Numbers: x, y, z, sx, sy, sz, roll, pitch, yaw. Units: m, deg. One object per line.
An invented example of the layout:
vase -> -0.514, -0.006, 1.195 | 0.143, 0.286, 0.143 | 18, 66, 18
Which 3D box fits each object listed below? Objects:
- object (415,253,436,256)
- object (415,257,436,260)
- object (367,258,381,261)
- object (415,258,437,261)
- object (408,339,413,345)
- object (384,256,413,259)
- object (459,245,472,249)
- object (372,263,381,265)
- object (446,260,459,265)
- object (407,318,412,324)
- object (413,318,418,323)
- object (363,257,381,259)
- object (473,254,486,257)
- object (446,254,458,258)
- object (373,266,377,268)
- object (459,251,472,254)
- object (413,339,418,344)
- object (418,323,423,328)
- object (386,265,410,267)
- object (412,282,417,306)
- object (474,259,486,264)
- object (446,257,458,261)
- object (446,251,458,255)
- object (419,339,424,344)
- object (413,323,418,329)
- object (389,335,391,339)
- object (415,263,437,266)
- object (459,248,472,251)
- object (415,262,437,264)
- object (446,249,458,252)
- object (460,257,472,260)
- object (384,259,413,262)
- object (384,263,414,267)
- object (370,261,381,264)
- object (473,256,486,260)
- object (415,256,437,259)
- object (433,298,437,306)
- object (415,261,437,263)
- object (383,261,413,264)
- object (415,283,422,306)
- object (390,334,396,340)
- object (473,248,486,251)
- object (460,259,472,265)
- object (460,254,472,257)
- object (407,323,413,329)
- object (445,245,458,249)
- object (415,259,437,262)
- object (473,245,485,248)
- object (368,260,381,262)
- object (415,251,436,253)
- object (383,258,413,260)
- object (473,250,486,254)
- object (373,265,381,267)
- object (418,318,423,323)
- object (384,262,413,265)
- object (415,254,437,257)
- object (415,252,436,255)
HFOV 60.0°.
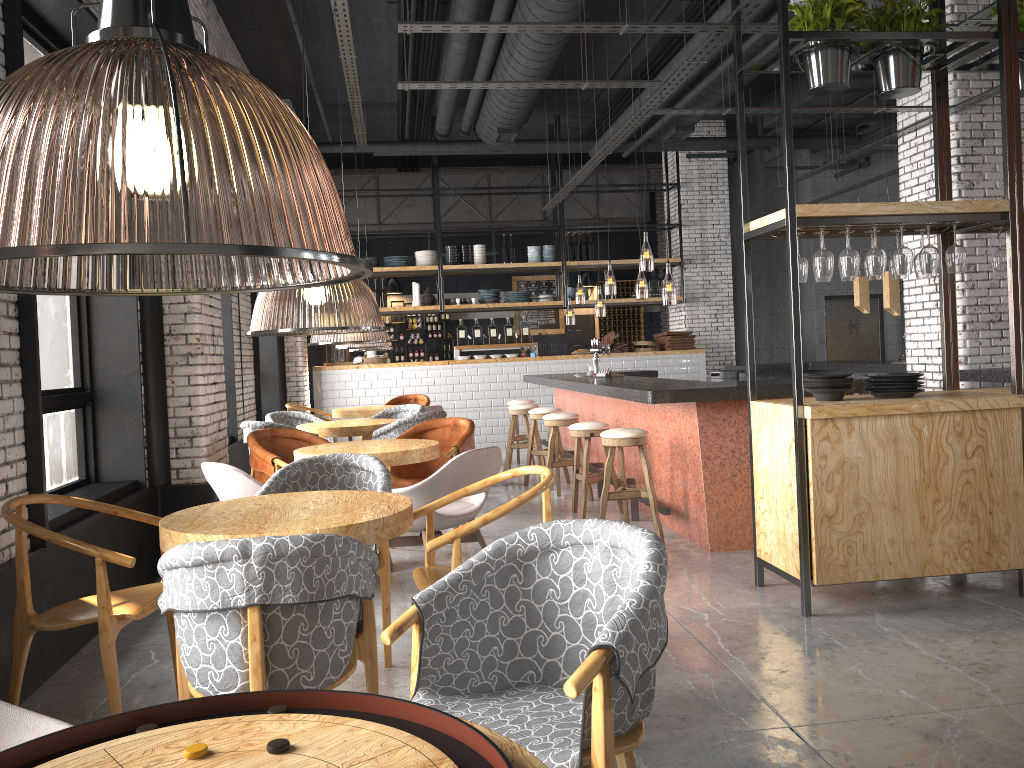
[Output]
object -> -1.325, -1.971, 13.618 | 0.335, 0.044, 0.334 | -4, 2, -37
object -> -1.322, -1.912, 13.618 | 0.334, 0.039, 0.335 | -3, 2, 0
object -> -2.224, -1.871, 13.501 | 0.454, 0.047, 0.454 | -3, 2, -10
object -> -1.321, -1.897, 13.617 | 0.334, 0.040, 0.335 | -1, 2, 37
object -> -1.910, -0.790, 16.559 | 0.119, 0.111, 0.085 | -4, 2, -39
object -> -1.739, -1.918, 13.563 | 0.454, 0.039, 0.454 | -2, 2, 12
object -> -0.719, -2.084, 13.701 | 0.196, 0.103, 0.196 | -4, 2, -31
object -> -2.221, -1.800, 13.502 | 0.454, 0.044, 0.454 | -3, 2, -12
object -> -0.920, -1.853, 13.677 | 0.196, 0.102, 0.196 | -2, 2, 5
object -> -1.908, -1.186, 16.552 | 0.092, 0.112, 0.100 | -3, 1, -21
object -> -1.803, -1.189, 16.567 | 0.106, 0.108, 0.089 | -1, 2, 43
object -> -2.224, -1.895, 13.500 | 0.454, 0.050, 0.454 | -2, 2, 6
object -> -0.500, -1.962, 13.726 | 0.196, 0.104, 0.196 | -2, 2, 28
object -> -0.924, -1.941, 13.675 | 0.196, 0.102, 0.196 | -2, 2, 22
object -> -2.218, -1.752, 13.503 | 0.454, 0.033, 0.454 | -3, 2, 1
object -> -0.715, -1.996, 13.699 | 0.196, 0.102, 0.196 | -2, 2, 3
object -> -1.800, -0.791, 16.584 | 0.090, 0.101, 0.111 | -4, 2, -41
object -> -1.708, -1.092, 16.581 | 0.092, 0.108, 0.105 | -2, 1, 4
object -> -1.734, -1.776, 13.565 | 0.454, 0.033, 0.454 | -3, 2, 1
object -> -1.495, -1.372, 13.676 | 0.126, 0.394, 0.126 | -2, 1, 33
object -> -0.496, -1.874, 13.726 | 0.196, 0.105, 0.196 | -3, 2, -29
object -> -0.923, -1.897, 13.675 | 0.196, 0.104, 0.196 | -4, 2, -43
object -> -0.925, -1.985, 13.673 | 0.196, 0.100, 0.196 | -4, 2, -42
object -> -1.698, -0.801, 16.587 | 0.092, 0.112, 0.100 | -3, 1, -21
object -> -1.802, -1.090, 16.567 | 0.092, 0.112, 0.100 | -3, 1, -21
object -> -2.305, -0.872, 16.504 | 0.106, 0.108, 0.089 | -1, 2, 43
object -> -1.318, -1.820, 13.620 | 0.335, 0.046, 0.334 | -3, 2, -27
object -> -0.717, -2.040, 13.698 | 0.196, 0.102, 0.196 | -3, 2, -14
object -> -1.318, -1.838, 13.619 | 0.335, 0.037, 0.334 | -4, 3, -41
object -> -0.922, -2.030, 13.671 | 0.196, 0.107, 0.196 | -2, 2, 21
object -> -0.711, -1.907, 13.703 | 0.196, 0.101, 0.196 | -2, 2, 12
object -> -1.738, -1.870, 13.564 | 0.454, 0.037, 0.454 | -1, 2, 37
object -> -1.734, -1.800, 13.566 | 0.454, 0.045, 0.454 | -4, 2, -33
object -> -2.221, -1.823, 13.502 | 0.454, 0.038, 0.454 | -4, 2, -30
object -> -0.500, -1.918, 13.726 | 0.196, 0.104, 0.196 | -4, 2, -31
object -> -1.323, -1.932, 13.617 | 0.334, 0.043, 0.335 | -3, 2, -24
object -> -1.270, -1.296, 13.770 | 0.203, 0.213, 0.203 | -2, 2, 30
object -> -1.319, -1.858, 13.618 | 0.335, 0.040, 0.334 | -4, 3, -43
object -> -1.736, -1.847, 13.564 | 0.454, 0.038, 0.454 | -3, 2, -6
object -> -1.439, -1.354, 13.532 | 0.132, 0.360, 0.127 | -2, 1, 18
object -> -2.215, -0.877, 16.516 | 0.092, 0.108, 0.105 | -2, 1, 4
object -> -0.505, -2.050, 13.727 | 0.196, 0.100, 0.196 | -3, 2, -11
object -> -0.710, -1.863, 13.705 | 0.196, 0.104, 0.196 | -2, 2, 29
object -> -0.711, -1.952, 13.697 | 0.196, 0.107, 0.196 | -4, 2, -36
object -> -1.900, -1.083, 16.555 | 0.106, 0.108, 0.089 | -1, 2, 43
object -> -0.932, -2.074, 13.673 | 0.196, 0.105, 0.196 | -2, 2, 14
object -> -1.320, -1.877, 13.619 | 0.335, 0.039, 0.334 | -4, 3, -41
object -> -0.507, -2.095, 13.729 | 0.196, 0.103, 0.196 | -3, 2, -30
object -> -2.222, -1.847, 13.501 | 0.454, 0.043, 0.454 | -3, 2, -2
object -> -1.326, -2.010, 13.617 | 0.335, 0.039, 0.334 | -4, 2, -34
object -> -1.738, -1.895, 13.563 | 0.454, 0.050, 0.453 | -4, 2, -32
object -> -0.505, -2.006, 13.730 | 0.196, 0.103, 0.196 | -2, 2, 9
object -> -2.219, -1.777, 13.502 | 0.454, 0.043, 0.454 | -3, 2, -5
object -> -1.712, -1.193, 16.579 | 0.092, 0.108, 0.105 | -2, 1, 4
object -> -1.736, -1.824, 13.564 | 0.454, 0.042, 0.454 | -1, 3, 43
object -> -1.324, -1.951, 13.618 | 0.335, 0.041, 0.334 | -4, 2, -38
object -> -1.325, -1.990, 13.617 | 0.335, 0.039, 0.335 | -4, 2, -32
